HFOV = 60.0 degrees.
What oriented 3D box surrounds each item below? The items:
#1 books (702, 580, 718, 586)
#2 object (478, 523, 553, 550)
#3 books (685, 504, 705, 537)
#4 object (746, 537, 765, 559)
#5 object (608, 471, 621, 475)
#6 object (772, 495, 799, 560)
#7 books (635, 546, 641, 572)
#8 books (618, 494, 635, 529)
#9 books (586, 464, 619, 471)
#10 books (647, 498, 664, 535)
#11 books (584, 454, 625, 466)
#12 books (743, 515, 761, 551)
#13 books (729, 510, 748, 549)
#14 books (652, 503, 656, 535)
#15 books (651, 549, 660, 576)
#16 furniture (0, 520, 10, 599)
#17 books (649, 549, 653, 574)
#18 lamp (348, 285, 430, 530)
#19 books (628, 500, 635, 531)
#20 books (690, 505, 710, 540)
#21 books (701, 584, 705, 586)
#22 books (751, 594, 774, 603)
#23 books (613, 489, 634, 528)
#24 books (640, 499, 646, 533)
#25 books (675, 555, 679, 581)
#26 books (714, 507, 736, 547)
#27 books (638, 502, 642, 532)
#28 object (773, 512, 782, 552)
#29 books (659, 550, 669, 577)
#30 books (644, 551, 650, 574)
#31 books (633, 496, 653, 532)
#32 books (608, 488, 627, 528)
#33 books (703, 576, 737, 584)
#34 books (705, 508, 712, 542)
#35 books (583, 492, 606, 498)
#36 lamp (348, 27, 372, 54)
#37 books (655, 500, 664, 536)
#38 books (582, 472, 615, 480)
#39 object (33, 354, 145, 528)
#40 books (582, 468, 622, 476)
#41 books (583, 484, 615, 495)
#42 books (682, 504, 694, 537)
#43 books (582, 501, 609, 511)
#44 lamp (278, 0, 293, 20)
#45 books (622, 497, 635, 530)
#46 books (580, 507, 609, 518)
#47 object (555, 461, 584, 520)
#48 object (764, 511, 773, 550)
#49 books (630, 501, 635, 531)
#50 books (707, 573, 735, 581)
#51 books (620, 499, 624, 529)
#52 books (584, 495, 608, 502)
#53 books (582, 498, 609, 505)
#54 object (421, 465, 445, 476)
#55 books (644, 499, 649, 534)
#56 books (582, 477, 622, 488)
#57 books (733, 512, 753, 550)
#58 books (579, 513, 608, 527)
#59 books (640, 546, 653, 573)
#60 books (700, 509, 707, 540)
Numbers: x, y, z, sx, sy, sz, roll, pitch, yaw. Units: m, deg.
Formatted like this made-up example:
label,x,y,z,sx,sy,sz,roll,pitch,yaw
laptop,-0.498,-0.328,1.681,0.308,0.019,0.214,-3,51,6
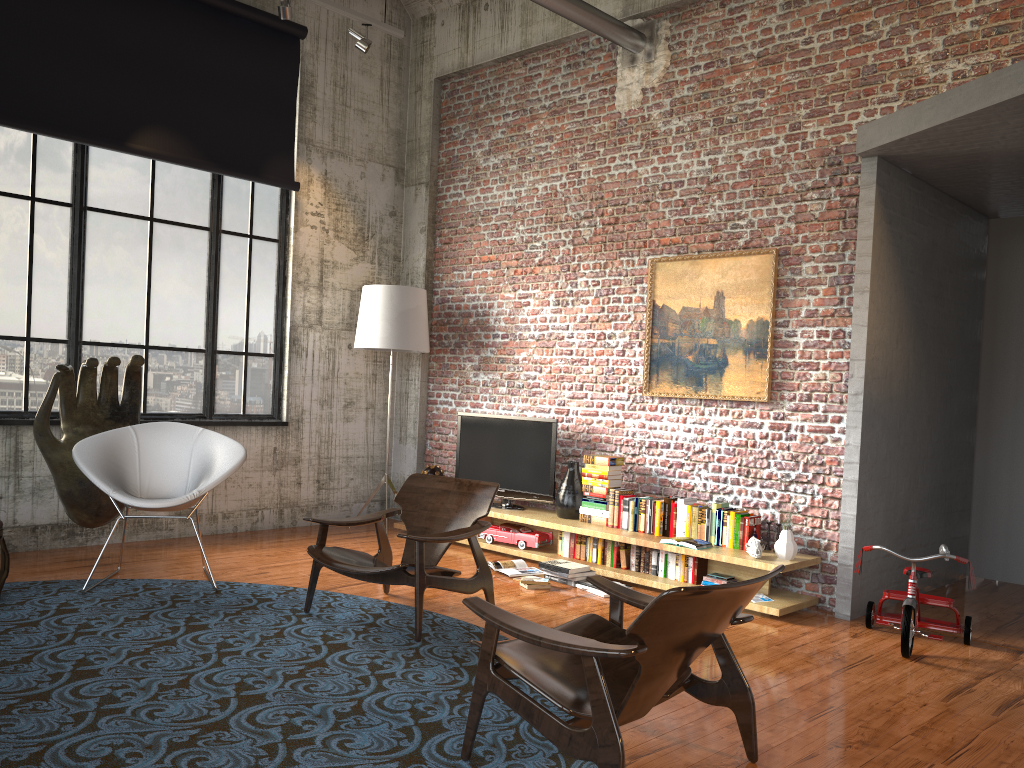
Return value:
label,x,y,z,sx,sy,sz,roll,pitch,yaw
books,1.415,1.355,6.017,0.214,0.025,0.149,3,0,29
object,0.032,1.249,7.313,0.599,0.174,0.244,3,0,36
books,1.315,0.994,6.372,0.034,0.254,0.183,4,2,44
object,1.598,1.077,5.814,0.123,0.123,0.251,3,0,-1
object,0.703,0.683,6.935,0.248,0.031,0.178,3,0,44
object,1.796,0.919,5.777,0.197,0.446,0.234,4,1,32
books,0.966,1.283,6.518,0.043,0.187,0.143,4,2,44
books,0.873,0.972,6.758,0.026,0.251,0.160,4,2,44
books,0.719,0.649,6.937,0.231,0.037,0.168,3,0,44
books,1.074,0.977,6.566,0.034,0.259,0.180,4,2,44
books,0.723,0.597,6.942,0.259,0.066,0.198,3,0,44
books,1.644,1.020,6.070,0.037,0.231,0.168,4,2,44
books,1.569,1.006,6.143,0.034,0.254,0.183,4,2,44
books,1.107,0.992,6.549,0.037,0.231,0.168,4,2,44
books,1.067,1.288,6.420,0.043,0.186,0.129,4,2,44
furniture,-3.181,1.012,5.110,0.432,0.477,0.431,3,1,-1
books,1.044,1.289,6.446,0.028,0.182,0.120,4,2,44
lamp,-1.129,0.244,8.174,0.694,2.245,0.706,2,2,-23
books,0.938,0.989,6.687,0.027,0.223,0.161,4,2,44
books,1.349,0.999,6.343,0.057,0.246,0.171,4,2,44
books,1.414,1.381,6.017,0.214,0.026,0.149,3,0,44
books,1.578,1.391,5.814,0.169,0.023,0.230,3,0,-26
books,0.856,0.955,6.787,0.040,0.285,0.198,4,2,44
books,1.024,0.981,6.607,0.032,0.246,0.171,4,2,44
books,1.207,1.300,6.287,0.028,0.174,0.127,4,2,44
books,1.495,0.999,6.207,0.060,0.259,0.180,4,2,44
books,1.003,0.992,6.630,0.027,0.223,0.161,4,2,44
object,1.811,1.008,6.027,0.057,0.273,0.057,3,2,4
books,1.114,1.273,6.378,0.040,0.219,0.133,4,2,44
books,1.011,1.300,6.461,0.036,0.156,0.108,4,2,44
books,0.983,0.976,6.652,0.034,0.254,0.183,4,2,44
books,0.814,0.950,6.804,0.044,0.291,0.176,4,2,44
books,1.416,1.331,6.020,0.132,0.024,0.191,3,0,-41
books,1.430,0.999,6.259,0.034,0.254,0.183,4,2,44
books,0.696,0.864,6.939,0.223,0.026,0.161,3,0,44
lamp,-1.224,-2.813,7.248,0.226,0.215,0.102,3,1,-5
books,1.121,0.982,6.512,0.034,0.254,0.183,4,2,44
books,0.705,0.718,6.939,0.253,0.034,0.183,3,0,44
object,-3.049,0.419,6.382,0.728,1.297,0.455,2,2,-34
books,0.704,0.683,6.935,0.253,0.034,0.183,3,0,44
books,0.702,0.823,6.942,0.246,0.057,0.171,3,0,44
books,1.294,0.993,6.398,0.034,0.254,0.183,4,2,44
books,0.696,0.952,6.953,0.240,0.045,0.174,3,0,44
lamp,-1.707,-2.844,6.674,0.102,0.251,0.165,3,1,-1
books,0.909,0.979,6.709,0.045,0.240,0.175,4,2,44
books,0.699,1.000,6.946,0.290,0.053,0.176,3,0,44
object,0.486,0.856,7.169,0.268,0.456,0.267,2,1,-15
object,1.764,1.006,6.091,0.057,0.273,0.057,3,2,4
books,0.951,0.989,6.663,0.026,0.223,0.161,4,2,44
books,1.418,1.309,6.016,0.154,0.019,0.108,3,0,44
books,0.884,0.986,6.734,0.026,0.223,0.161,4,2,44
books,0.698,0.890,6.942,0.223,0.027,0.161,3,0,44
books,0.696,0.916,6.942,0.250,0.026,0.160,3,0,44
object,-0.731,0.853,8.194,0.214,0.208,0.216,3,1,33
books,1.049,0.980,6.587,0.032,0.251,0.160,4,2,44
books,0.706,0.765,6.941,0.259,0.060,0.180,3,0,44
books,1.596,1.013,6.116,0.045,0.240,0.174,4,2,44
books,0.701,1.060,6.955,0.284,0.066,0.198,3,0,44
books,0.985,1.265,6.481,0.033,0.225,0.105,4,2,44
books,1.409,1.005,6.294,0.045,0.240,0.174,4,2,44
